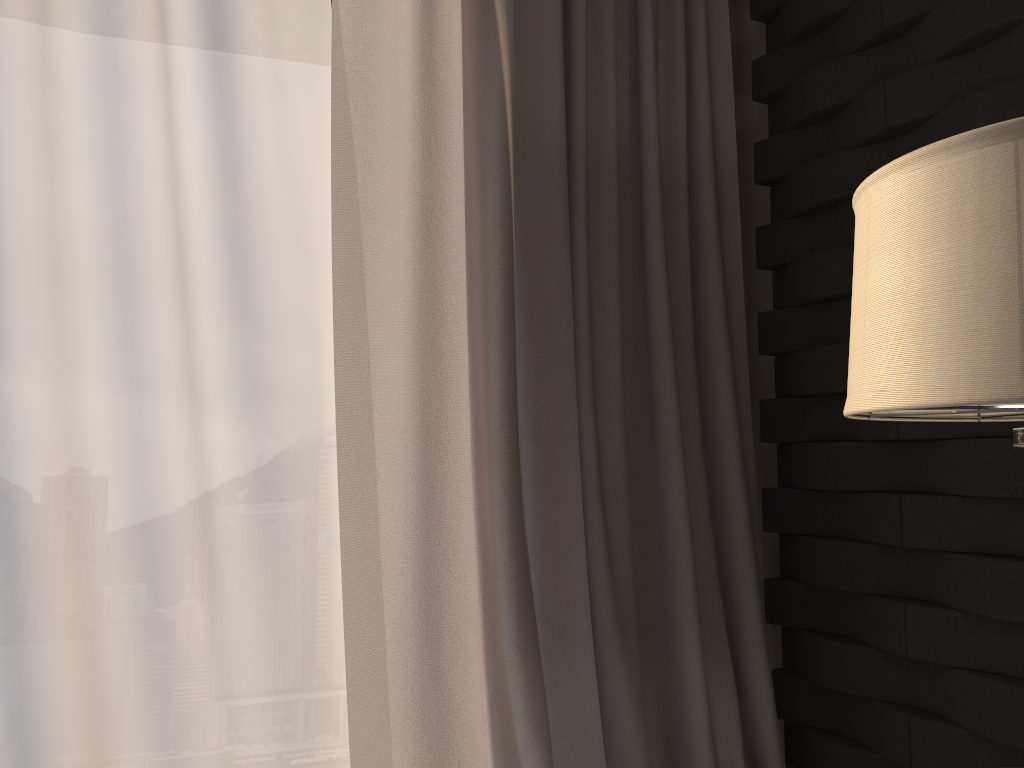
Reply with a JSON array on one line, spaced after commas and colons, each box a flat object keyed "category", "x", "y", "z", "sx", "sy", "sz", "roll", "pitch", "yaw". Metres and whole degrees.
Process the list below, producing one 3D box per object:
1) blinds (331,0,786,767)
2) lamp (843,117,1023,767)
[{"category": "blinds", "x": 0.168, "y": -0.209, "z": 1.741, "sx": 1.055, "sy": 2.643, "sz": 0.322, "roll": 4, "pitch": -6, "yaw": -36}, {"category": "lamp", "x": 0.557, "y": 0.115, "z": 0.833, "sx": 0.462, "sy": 0.631, "sz": 0.469, "roll": -1, "pitch": -5, "yaw": 6}]
